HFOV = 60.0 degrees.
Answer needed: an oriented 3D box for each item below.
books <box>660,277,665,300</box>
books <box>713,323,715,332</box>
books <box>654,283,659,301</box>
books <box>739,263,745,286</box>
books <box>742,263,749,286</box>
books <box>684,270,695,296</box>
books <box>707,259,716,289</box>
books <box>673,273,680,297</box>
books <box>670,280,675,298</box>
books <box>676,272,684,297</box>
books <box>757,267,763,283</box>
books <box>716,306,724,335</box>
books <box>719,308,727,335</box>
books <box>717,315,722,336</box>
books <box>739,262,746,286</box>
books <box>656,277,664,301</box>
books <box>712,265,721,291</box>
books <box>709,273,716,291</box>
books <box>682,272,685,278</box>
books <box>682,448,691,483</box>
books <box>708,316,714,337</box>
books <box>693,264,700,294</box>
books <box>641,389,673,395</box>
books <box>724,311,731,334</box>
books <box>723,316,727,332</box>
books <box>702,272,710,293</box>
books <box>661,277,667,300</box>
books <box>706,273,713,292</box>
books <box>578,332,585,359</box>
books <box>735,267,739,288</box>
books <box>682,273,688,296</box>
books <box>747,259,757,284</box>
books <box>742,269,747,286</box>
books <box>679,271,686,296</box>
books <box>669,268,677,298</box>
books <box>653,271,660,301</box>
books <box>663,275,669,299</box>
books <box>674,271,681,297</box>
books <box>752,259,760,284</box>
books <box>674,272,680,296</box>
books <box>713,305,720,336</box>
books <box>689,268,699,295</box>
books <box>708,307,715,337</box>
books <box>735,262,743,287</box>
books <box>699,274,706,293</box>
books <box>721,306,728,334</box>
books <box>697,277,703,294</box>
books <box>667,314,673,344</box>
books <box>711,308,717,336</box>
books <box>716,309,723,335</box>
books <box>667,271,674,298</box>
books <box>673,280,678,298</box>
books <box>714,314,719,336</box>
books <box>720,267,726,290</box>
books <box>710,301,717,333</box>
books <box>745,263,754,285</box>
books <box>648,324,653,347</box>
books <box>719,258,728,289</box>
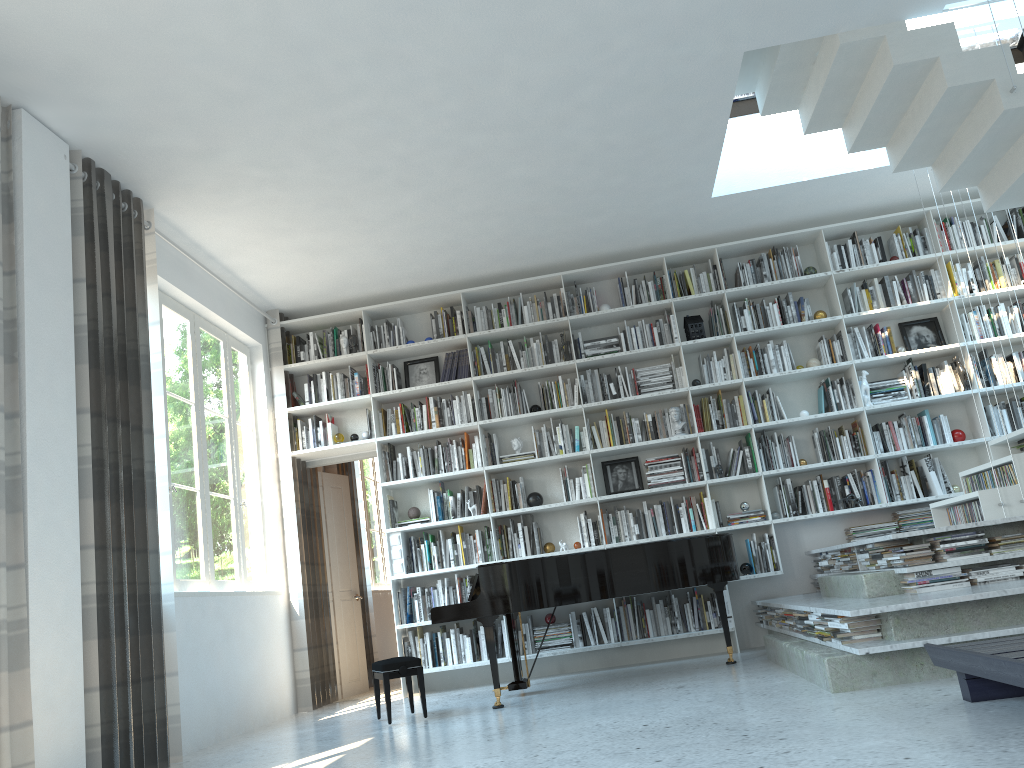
[{"bbox_3d":[1.242,-0.742,7.314,0.014,0.243,0.145,-9,-13,5],"label":"books"},{"bbox_3d":[1.632,-0.423,7.201,0.022,0.199,0.143,-9,-13,5],"label":"books"},{"bbox_3d":[1.193,-0.713,7.319,0.014,0.204,0.135,-9,-13,5],"label":"books"},{"bbox_3d":[1.870,-0.848,7.249,0.011,0.243,0.173,-9,-13,5],"label":"books"},{"bbox_3d":[1.902,-0.850,7.232,0.013,0.229,0.174,-9,-13,5],"label":"books"},{"bbox_3d":[1.455,-0.788,7.274,0.054,0.254,0.191,-9,-13,5],"label":"books"},{"bbox_3d":[1.648,-0.850,7.292,0.012,0.329,0.128,-9,-13,5],"label":"books"},{"bbox_3d":[1.350,-0.766,7.272,0.007,0.239,0.192,-9,-13,5],"label":"books"},{"bbox_3d":[1.323,-0.735,7.306,0.016,0.204,0.143,-9,-13,5],"label":"books"},{"bbox_3d":[1.383,-0.778,7.288,0.034,0.260,0.158,-9,-13,5],"label":"books"},{"bbox_3d":[2.019,-0.842,7.249,0.031,0.190,0.132,-9,-13,5],"label":"books"},{"bbox_3d":[1.690,-0.476,7.210,0.013,0.288,0.132,-9,-13,5],"label":"books"},{"bbox_3d":[1.701,-0.468,7.163,0.013,0.247,0.186,-9,-13,5],"label":"books"},{"bbox_3d":[1.676,-0.440,7.185,0.013,0.210,0.140,-9,-13,5],"label":"books"},{"bbox_3d":[1.882,-0.853,7.258,0.012,0.254,0.134,-9,-13,5],"label":"books"},{"bbox_3d":[1.220,-0.741,7.306,0.028,0.243,0.161,-9,-13,5],"label":"books"},{"bbox_3d":[1.669,-0.824,7.250,0.029,0.252,0.186,-9,-13,5],"label":"books"},{"bbox_3d":[1.638,-0.786,7.261,0.022,0.193,0.182,-9,-14,5],"label":"books"},{"bbox_3d":[1.429,-0.781,7.309,0.007,0.263,0.133,-9,-13,5],"label":"books"},{"bbox_3d":[1.379,0.658,7.006,0.011,0.298,0.130,-9,-13,5],"label":"books"},{"bbox_3d":[1.617,-0.430,7.197,0.019,0.213,0.156,-9,-13,5],"label":"books"},{"bbox_3d":[1.513,-0.818,7.277,0.010,0.297,0.168,-9,-13,5],"label":"books"},{"bbox_3d":[1.167,0.081,7.137,0.254,0.012,0.161,-10,-14,8],"label":"books"},{"bbox_3d":[1.734,-0.457,7.156,0.008,0.213,0.224,-9,-14,5],"label":"books"},{"bbox_3d":[1.724,-0.437,7.201,0.015,0.200,0.130,-9,-13,5],"label":"books"},{"bbox_3d":[1.585,-0.790,7.256,0.031,0.212,0.170,-9,-13,5],"label":"books"},{"bbox_3d":[1.255,-0.744,7.304,0.014,0.238,0.153,-9,-13,5],"label":"books"},{"bbox_3d":[1.615,-0.785,7.272,0.025,0.203,0.162,-9,-13,5],"label":"books"},{"bbox_3d":[0.577,-0.280,7.269,0.021,0.248,0.192,-9,-13,5],"label":"books"},{"bbox_3d":[1.835,-0.827,7.233,0.046,0.206,0.183,-9,-14,5],"label":"books"},{"bbox_3d":[1.416,-0.772,7.272,0.015,0.233,0.171,-9,-13,5],"label":"books"},{"bbox_3d":[1.961,-0.869,7.242,0.030,0.254,0.161,-9,-13,5],"label":"books"},{"bbox_3d":[1.896,-0.823,7.240,0.009,0.183,0.160,-9,-13,5],"label":"books"},{"bbox_3d":[1.405,-0.780,7.294,0.008,0.261,0.142,-9,-13,5],"label":"books"},{"bbox_3d":[1.326,-0.786,7.299,0.007,0.297,0.181,-9,-13,5],"label":"books"},{"bbox_3d":[1.197,-0.767,7.323,0.012,0.307,0.138,-9,-13,5],"label":"books"},{"bbox_3d":[1.272,-0.754,7.311,0.022,0.256,0.137,-9,-13,5],"label":"books"},{"bbox_3d":[1.363,-0.781,7.301,0.007,0.278,0.150,-9,-13,5],"label":"books"},{"bbox_3d":[1.986,-0.873,7.242,0.021,0.255,0.169,-9,-13,5],"label":"books"},{"bbox_3d":[1.357,-0.773,7.288,0.006,0.259,0.166,-9,-13,5],"label":"books"},{"bbox_3d":[1.655,-0.479,7.176,0.021,0.287,0.179,-9,-13,5],"label":"books"},{"bbox_3d":[1.498,-0.800,7.293,0.030,0.274,0.152,-9,-13,5],"label":"books"},{"bbox_3d":[1.616,-0.466,7.171,0.021,0.271,0.191,-9,-13,5],"label":"books"},{"bbox_3d":[1.860,-0.849,7.242,0.009,0.243,0.173,-9,-13,5],"label":"books"},{"bbox_3d":[1.559,-0.779,7.261,0.024,0.201,0.180,-9,-14,5],"label":"books"},{"bbox_3d":[1.726,-0.485,7.199,0.005,0.291,0.130,-9,-13,5],"label":"books"},{"bbox_3d":[1.537,-0.765,7.259,0.022,0.179,0.173,-9,-14,5],"label":"books"},{"bbox_3d":[1.291,-0.414,7.244,0.010,0.298,0.133,-9,-13,5],"label":"books"},{"bbox_3d":[1.634,-0.466,7.183,0.022,0.271,0.182,-9,-13,5],"label":"books"},{"bbox_3d":[1.680,-0.465,7.179,0.005,0.254,0.159,-9,-13,5],"label":"books"},{"bbox_3d":[1.304,-0.774,7.295,0.008,0.278,0.171,-9,-13,5],"label":"books"},{"bbox_3d":[1.345,-0.736,7.292,0.015,0.192,0.160,-9,-13,5],"label":"books"},{"bbox_3d":[1.653,-0.438,7.190,0.024,0.216,0.169,-9,-13,5],"label":"books"},{"bbox_3d":[1.713,-0.818,7.251,0.033,0.229,0.176,-9,-13,5],"label":"books"},{"bbox_3d":[1.639,-0.496,7.204,0.025,0.338,0.143,-9,-13,5],"label":"books"},{"bbox_3d":[1.934,-0.850,7.242,0.028,0.225,0.164,-9,-13,5],"label":"books"},{"bbox_3d":[1.133,-0.360,7.247,0.011,0.238,0.139,-9,-13,5],"label":"books"},{"bbox_3d":[1.728,-0.859,7.250,0.019,0.303,0.176,-9,-13,5],"label":"books"}]
